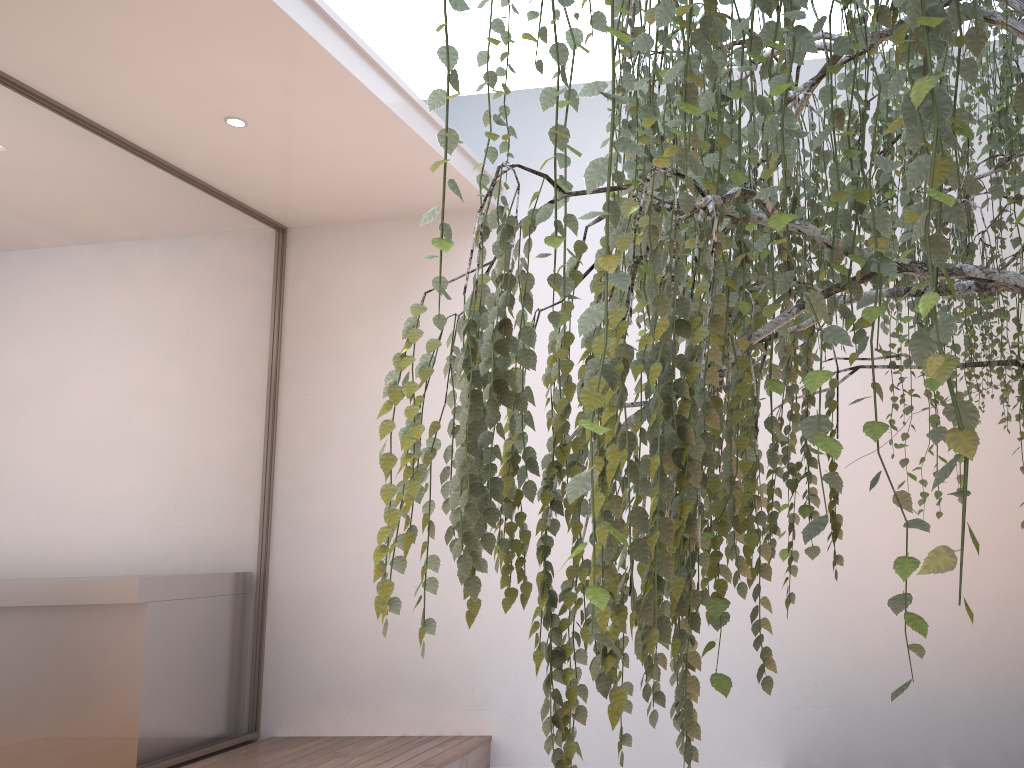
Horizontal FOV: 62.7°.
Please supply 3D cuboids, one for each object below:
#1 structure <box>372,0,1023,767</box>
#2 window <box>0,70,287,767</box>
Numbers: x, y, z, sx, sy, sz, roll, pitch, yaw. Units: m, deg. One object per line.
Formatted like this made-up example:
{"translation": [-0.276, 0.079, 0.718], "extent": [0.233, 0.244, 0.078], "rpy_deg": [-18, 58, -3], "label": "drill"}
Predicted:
{"translation": [0.845, -0.741, 1.392], "extent": [1.711, 3.956, 2.533], "rpy_deg": [-2, -8, 14], "label": "structure"}
{"translation": [-2.108, 0.009, 1.793], "extent": [0.057, 2.445, 5.002], "rpy_deg": [-3, -10, 22], "label": "window"}
